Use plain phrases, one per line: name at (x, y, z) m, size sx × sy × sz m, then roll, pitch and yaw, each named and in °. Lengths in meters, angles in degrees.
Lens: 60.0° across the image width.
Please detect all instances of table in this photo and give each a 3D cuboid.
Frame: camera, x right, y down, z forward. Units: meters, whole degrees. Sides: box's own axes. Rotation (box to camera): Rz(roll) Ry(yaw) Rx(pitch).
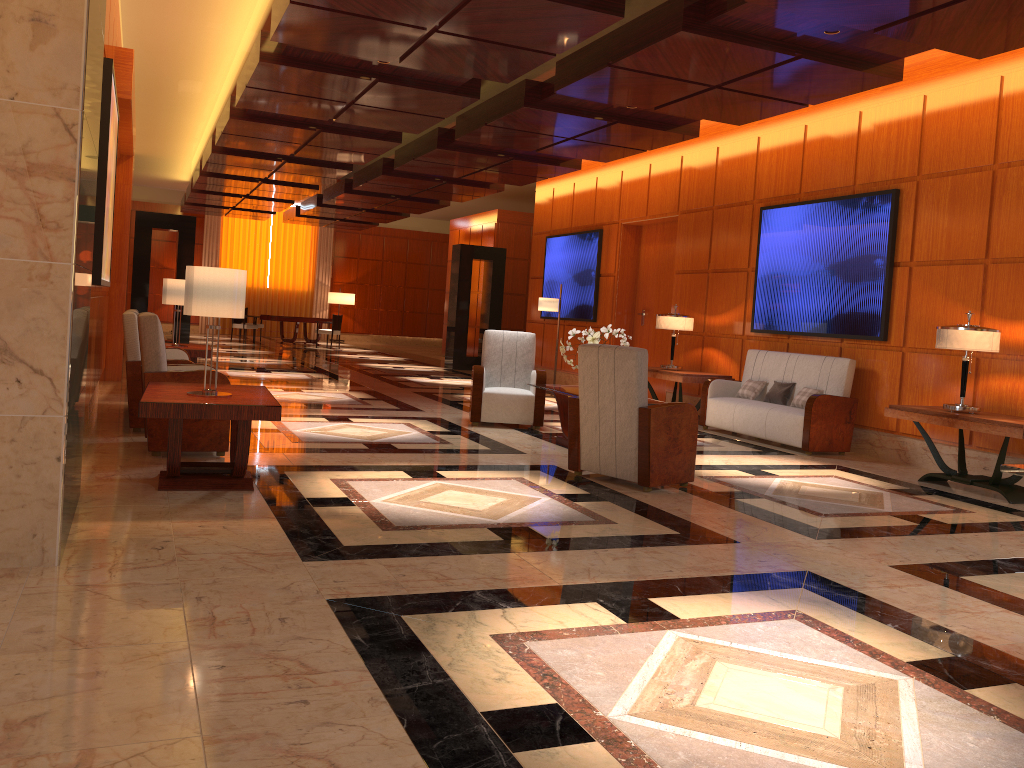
table at (-5.550, -1.396, 23.288) m, size 0.785 × 0.740 × 2.107 m, roll 6°, pitch 5°, yaw 38°
table at (3.652, 0.542, 6.931) m, size 0.725 × 0.606 × 1.273 m, roll 3°, pitch 4°, yaw -23°
table at (0.729, 0.328, 7.850) m, size 0.722 × 0.495 × 1.564 m, roll 3°, pitch 4°, yaw -20°
table at (-3.758, -0.160, 9.890) m, size 0.724 × 0.533 × 1.171 m, roll 3°, pitch 4°, yaw -20°
table at (-1.815, 0.318, 5.281) m, size 0.724 × 0.533 × 1.171 m, roll 3°, pitch 4°, yaw -20°
table at (2.015, 0.139, 10.815) m, size 0.725 × 0.606 × 1.273 m, roll 3°, pitch 4°, yaw -23°
table at (2.575, 0.731, 2.416) m, size 1.599 × 0.743 × 1.604 m, roll 2°, pitch 4°, yaw -23°

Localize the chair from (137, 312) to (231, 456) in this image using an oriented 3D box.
chair at (-2.354, -0.017, 6.324) m, size 0.628 × 0.959 × 0.739 m, roll 3°, pitch 3°, yaw -24°

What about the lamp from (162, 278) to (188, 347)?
lamp at (1.977, -0.178, 6.937) m, size 13.016 × 0.733 × 0.335 m, roll 6°, pitch 3°, yaw 26°

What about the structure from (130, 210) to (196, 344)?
structure at (-6.177, -1.739, 15.641) m, size 0.984 × 2.494 × 0.501 m, roll 3°, pitch 2°, yaw -23°

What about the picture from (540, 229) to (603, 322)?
picture at (0.961, -1.786, 14.762) m, size 0.056 × 1.450 × 2.002 m, roll 3°, pitch 4°, yaw -23°

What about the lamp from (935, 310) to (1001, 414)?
lamp at (3.585, -0.178, 7.005) m, size 0.458 × 0.809 × 0.460 m, roll 3°, pitch 3°, yaw -14°

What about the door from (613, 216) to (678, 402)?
door at (2.030, -1.033, 12.796) m, size 0.340 × 2.647 × 1.541 m, roll 3°, pitch 3°, yaw -23°

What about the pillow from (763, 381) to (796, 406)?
pillow at (2.809, 0.095, 9.307) m, size 0.160 × 0.252 × 0.358 m, roll 3°, pitch 4°, yaw -26°

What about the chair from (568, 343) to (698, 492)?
chair at (0.841, 0.209, 6.267) m, size 0.628 × 0.959 × 0.739 m, roll 1°, pitch 4°, yaw -44°

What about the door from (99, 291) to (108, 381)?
door at (-4.712, -1.287, 9.910) m, size 0.340 × 2.647 × 1.503 m, roll 3°, pitch 3°, yaw -23°

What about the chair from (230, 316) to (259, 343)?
chair at (-6.853, -1.494, 22.552) m, size 0.577 × 0.893 × 0.585 m, roll 5°, pitch 3°, yaw 15°

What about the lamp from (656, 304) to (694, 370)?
lamp at (1.975, -0.582, 10.826) m, size 0.459 × 0.792 × 0.459 m, roll 5°, pitch 3°, yaw 29°

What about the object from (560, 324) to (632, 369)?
object at (0.774, -0.235, 7.962) m, size 0.418 × 0.616 × 0.788 m, roll 7°, pitch 4°, yaw 44°

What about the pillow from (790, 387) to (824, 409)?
pillow at (2.950, 0.150, 8.882) m, size 0.202 × 0.229 × 0.274 m, roll 3°, pitch 3°, yaw -21°

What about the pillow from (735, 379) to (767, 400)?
pillow at (2.614, 0.061, 9.696) m, size 0.195 × 0.226 × 0.345 m, roll 3°, pitch 4°, yaw -18°

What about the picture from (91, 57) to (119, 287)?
picture at (-3.018, -1.457, 6.608) m, size 0.056 × 1.450 × 2.002 m, roll 3°, pitch 4°, yaw -23°

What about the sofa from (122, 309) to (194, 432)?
sofa at (-3.086, -0.163, 7.767) m, size 0.612 × 0.931 × 1.803 m, roll 3°, pitch 4°, yaw -23°

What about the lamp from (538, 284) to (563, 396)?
lamp at (0.612, -0.665, 13.207) m, size 0.526 × 1.658 × 0.360 m, roll 3°, pitch 3°, yaw -33°

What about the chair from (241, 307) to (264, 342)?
chair at (-7.029, -1.599, 23.797) m, size 0.576 × 0.893 × 0.585 m, roll 4°, pitch 3°, yaw 5°

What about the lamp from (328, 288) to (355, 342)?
lamp at (-5.328, -2.143, 27.521) m, size 0.811 × 1.658 × 0.811 m, roll 5°, pitch 3°, yaw 17°

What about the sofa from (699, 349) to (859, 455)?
sofa at (2.751, 0.132, 9.263) m, size 0.612 × 0.931 × 1.803 m, roll 3°, pitch 4°, yaw -23°

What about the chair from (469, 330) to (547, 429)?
chair at (-0.041, -0.065, 9.127) m, size 0.737 × 0.959 × 0.630 m, roll 4°, pitch 3°, yaw -4°

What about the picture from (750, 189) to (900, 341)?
picture at (3.234, -1.227, 9.371) m, size 0.056 × 1.450 × 2.002 m, roll 3°, pitch 4°, yaw -23°

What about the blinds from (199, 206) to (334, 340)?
blinds at (-7.490, -3.482, 27.210) m, size 3.850 × 4.059 × 0.149 m, roll 3°, pitch 2°, yaw -23°

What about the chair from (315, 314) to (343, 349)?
chair at (-4.675, -1.359, 22.764) m, size 0.577 × 0.893 × 0.585 m, roll 5°, pitch 3°, yaw 20°
